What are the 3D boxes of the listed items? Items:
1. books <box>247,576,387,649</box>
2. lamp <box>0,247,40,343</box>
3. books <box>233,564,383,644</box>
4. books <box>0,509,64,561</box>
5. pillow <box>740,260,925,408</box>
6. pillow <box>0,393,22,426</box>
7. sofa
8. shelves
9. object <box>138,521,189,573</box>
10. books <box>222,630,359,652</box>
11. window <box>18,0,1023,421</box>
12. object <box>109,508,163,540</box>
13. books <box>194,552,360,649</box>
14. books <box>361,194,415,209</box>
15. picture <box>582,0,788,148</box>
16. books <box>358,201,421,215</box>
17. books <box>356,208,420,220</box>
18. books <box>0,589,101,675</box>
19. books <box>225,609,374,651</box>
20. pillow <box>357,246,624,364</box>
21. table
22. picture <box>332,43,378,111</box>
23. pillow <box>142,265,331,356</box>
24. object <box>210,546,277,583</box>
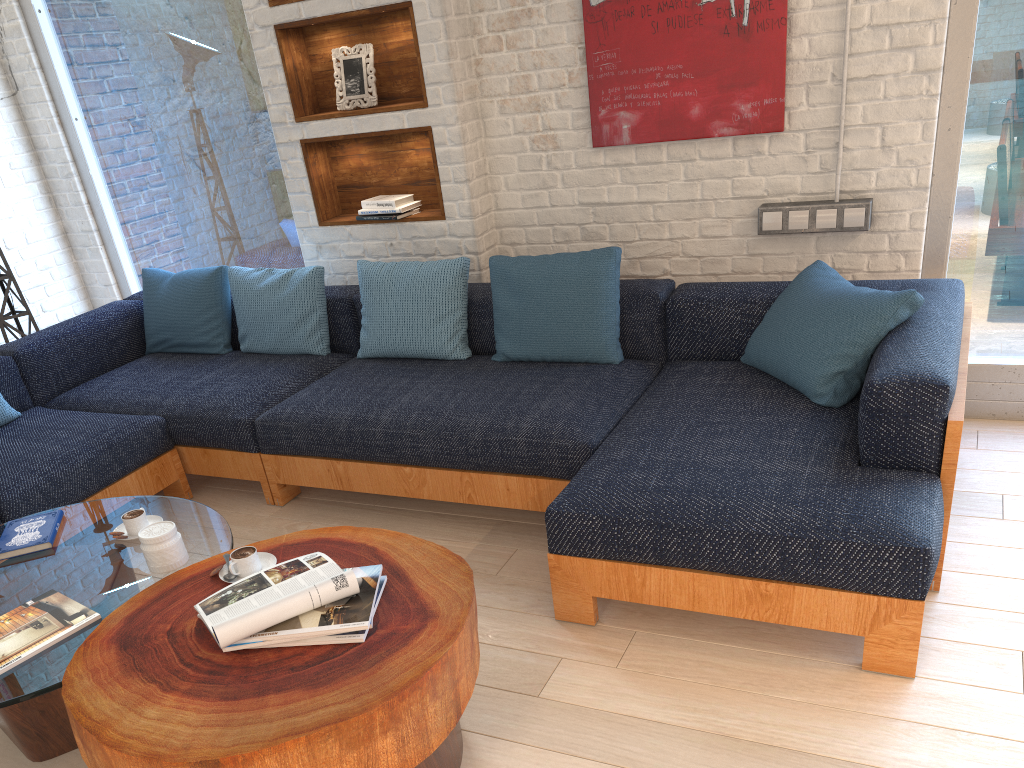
[{"bbox_3d":[-0.468,0.524,2.010,0.319,0.012,0.234,-5,22,7],"label":"books"},{"bbox_3d":[-2.317,-0.644,4.309,0.870,1.973,0.469,-7,27,1],"label":"lamp"},{"bbox_3d":[-0.466,0.498,1.983,0.319,0.012,0.235,-7,21,3],"label":"books"},{"bbox_3d":[-1.464,0.457,2.648,0.161,0.024,0.217,-13,22,-13],"label":"books"},{"bbox_3d":[1.045,-0.177,2.888,0.374,0.351,0.529,-13,24,-11],"label":"pillow"},{"bbox_3d":[-2.279,0.051,3.442,0.222,0.437,0.520,6,27,25],"label":"pillow"},{"bbox_3d":[-0.570,0.209,3.211,3.926,0.711,1.947,3,24,26],"label":"sofa"},{"bbox_3d":[-0.630,-1.329,3.698,0.764,1.526,0.179,5,30,24],"label":"shelves"},{"bbox_3d":[-0.949,0.442,2.369,0.105,0.116,0.103,14,33,39],"label":"object"},{"bbox_3d":[-0.485,0.514,2.010,0.318,0.012,0.235,-9,21,-2],"label":"books"},{"bbox_3d":[3.012,-2.906,1.400,12.262,6.873,0.604,3,29,25],"label":"window"},{"bbox_3d":[-1.057,0.413,2.561,0.270,0.061,0.144,0,24,19],"label":"object"},{"bbox_3d":[-0.544,0.487,2.001,0.314,0.117,0.261,-20,25,-26],"label":"books"},{"bbox_3d":[-0.559,-0.821,3.925,0.202,0.036,0.125,8,27,35],"label":"books"},{"bbox_3d":[0.602,-1.390,3.115,0.739,1.027,0.018,4,30,24],"label":"picture"},{"bbox_3d":[-0.550,-0.795,3.934,0.234,0.020,0.160,4,24,28],"label":"books"},{"bbox_3d":[-0.561,-0.768,3.947,0.248,0.018,0.153,7,26,35],"label":"books"},{"bbox_3d":[-1.227,0.622,2.158,0.247,0.012,0.302,10,28,38],"label":"books"},{"bbox_3d":[-0.472,0.507,1.992,0.318,0.012,0.235,-9,21,-2],"label":"books"},{"bbox_3d":[-0.124,-0.311,3.514,1.204,0.448,0.238,3,28,25],"label":"pillow"},{"bbox_3d":[-0.961,0.759,2.284,1.810,0.480,1.013,5,26,31],"label":"table"},{"bbox_3d":[-0.668,-1.314,3.738,0.193,0.262,0.095,0,28,17],"label":"picture"},{"bbox_3d":[-1.329,-0.342,4.110,1.101,0.428,0.227,2,28,24],"label":"pillow"},{"bbox_3d":[-0.689,0.453,2.219,0.175,0.060,0.136,-1,23,16],"label":"object"}]
